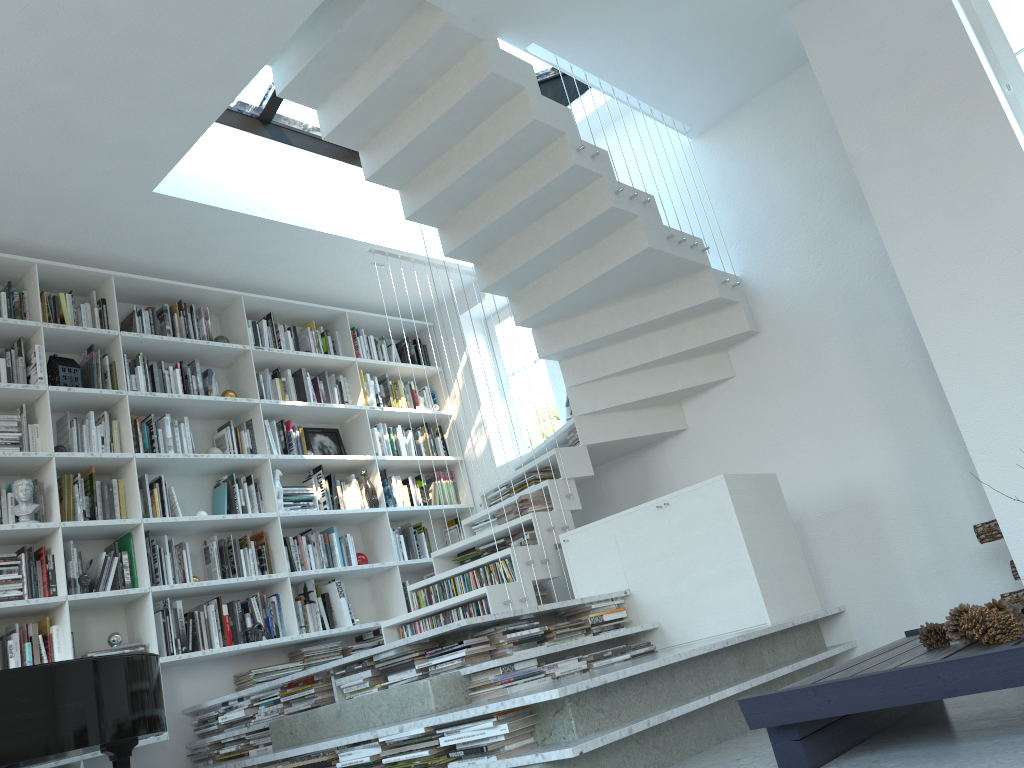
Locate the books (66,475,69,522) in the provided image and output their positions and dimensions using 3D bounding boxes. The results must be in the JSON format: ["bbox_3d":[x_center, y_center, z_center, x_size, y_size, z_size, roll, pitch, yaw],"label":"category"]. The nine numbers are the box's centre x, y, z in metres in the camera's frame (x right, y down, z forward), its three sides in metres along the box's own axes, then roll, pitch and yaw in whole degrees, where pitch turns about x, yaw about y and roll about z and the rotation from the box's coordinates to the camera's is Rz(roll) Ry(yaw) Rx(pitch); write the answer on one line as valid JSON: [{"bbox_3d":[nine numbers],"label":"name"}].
[{"bbox_3d":[-2.369,0.641,4.666,0.145,0.292,0.035,-28,-22,37],"label":"books"}]

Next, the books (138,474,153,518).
[{"bbox_3d":[-2.070,0.665,4.952,0.192,0.278,0.013,-28,-22,37],"label":"books"}]

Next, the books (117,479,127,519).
[{"bbox_3d":[-2.174,0.675,4.883,0.142,0.268,0.033,-28,-22,37],"label":"books"}]

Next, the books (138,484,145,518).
[{"bbox_3d":[-2.112,0.664,4.930,0.192,0.287,0.035,-28,-22,37],"label":"books"}]

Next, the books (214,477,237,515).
[{"bbox_3d":[-1.729,0.717,5.355,0.174,0.263,0.021,-28,-22,37],"label":"books"}]

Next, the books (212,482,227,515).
[{"bbox_3d":[-1.756,0.729,5.328,0.154,0.240,0.056,-28,-22,37],"label":"books"}]

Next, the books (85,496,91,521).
[{"bbox_3d":[-2.293,0.706,4.738,0.132,0.180,0.030,-28,-22,37],"label":"books"}]

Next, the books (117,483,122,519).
[{"bbox_3d":[-2.186,0.684,4.867,0.149,0.247,0.019,-28,-22,37],"label":"books"}]

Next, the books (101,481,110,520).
[{"bbox_3d":[-2.222,0.667,4.776,0.189,0.241,0.027,-28,-22,37],"label":"books"}]

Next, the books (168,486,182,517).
[{"bbox_3d":[-1.954,0.711,5.068,0.177,0.209,0.051,-28,-22,37],"label":"books"}]

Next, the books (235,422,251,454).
[{"bbox_3d":[-1.705,0.387,5.570,0.176,0.256,0.016,-28,-22,37],"label":"books"}]

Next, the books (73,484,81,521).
[{"bbox_3d":[-2.325,0.669,4.685,0.180,0.231,0.015,-28,-22,37],"label":"books"}]

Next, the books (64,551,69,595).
[{"bbox_3d":[-2.308,0.996,4.521,0.143,0.252,0.028,-28,-22,37],"label":"books"}]

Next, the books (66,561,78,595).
[{"bbox_3d":[-2.268,1.018,4.520,0.183,0.191,0.027,-28,-22,37],"label":"books"}]

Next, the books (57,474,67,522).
[{"bbox_3d":[-2.370,0.636,4.650,0.145,0.292,0.035,-28,-22,37],"label":"books"}]

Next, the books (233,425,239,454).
[{"bbox_3d":[-1.760,0.394,5.526,0.152,0.243,0.016,-28,-22,37],"label":"books"}]

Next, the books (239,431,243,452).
[{"bbox_3d":[-1.732,0.417,5.556,0.138,0.205,0.012,-28,-22,37],"label":"books"}]

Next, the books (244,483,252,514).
[{"bbox_3d":[-1.652,0.738,5.413,0.178,0.223,0.012,-28,-22,37],"label":"books"}]

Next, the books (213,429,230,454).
[{"bbox_3d":[-1.794,0.404,5.491,0.140,0.219,0.015,-28,-22,37],"label":"books"}]

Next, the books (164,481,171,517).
[{"bbox_3d":[-1.998,0.698,5.070,0.161,0.253,0.007,-28,-22,37],"label":"books"}]

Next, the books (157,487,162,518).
[{"bbox_3d":[-2.022,0.707,5.009,0.158,0.211,0.007,-28,-22,37],"label":"books"}]

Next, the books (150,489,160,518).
[{"bbox_3d":[-2.030,0.707,4.970,0.192,0.191,0.017,-28,-22,37],"label":"books"}]

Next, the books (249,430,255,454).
[{"bbox_3d":[-1.675,0.414,5.593,0.170,0.205,0.012,-28,-22,37],"label":"books"}]

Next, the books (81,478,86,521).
[{"bbox_3d":[-2.320,0.658,4.731,0.139,0.277,0.035,-28,-22,37],"label":"books"}]

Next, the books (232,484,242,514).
[{"bbox_3d":[-1.699,0.737,5.367,0.187,0.218,0.013,-28,-22,37],"label":"books"}]

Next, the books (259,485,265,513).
[{"bbox_3d":[-1.596,0.755,5.491,0.165,0.211,0.023,-28,-22,37],"label":"books"}]

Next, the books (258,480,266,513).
[{"bbox_3d":[-1.582,0.737,5.502,0.159,0.245,0.010,-28,-22,37],"label":"books"}]

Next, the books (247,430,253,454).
[{"bbox_3d":[-1.689,0.412,5.572,0.174,0.204,0.013,-28,-22,37],"label":"books"}]

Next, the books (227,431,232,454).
[{"bbox_3d":[-1.783,0.410,5.494,0.154,0.204,0.005,-28,-22,37],"label":"books"}]

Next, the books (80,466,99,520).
[{"bbox_3d":[-2.276,0.627,4.772,0.169,0.336,0.021,-28,-22,37],"label":"books"}]

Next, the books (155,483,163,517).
[{"bbox_3d":[-2.026,0.698,5.029,0.133,0.242,0.017,-28,-22,37],"label":"books"}]

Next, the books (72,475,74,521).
[{"bbox_3d":[-2.352,0.643,4.685,0.145,0.292,0.035,-28,-22,37],"label":"books"}]

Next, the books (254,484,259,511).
[{"bbox_3d":[-1.621,0.738,5.475,0.159,0.244,0.013,-28,-22,37],"label":"books"}]

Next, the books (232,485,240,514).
[{"bbox_3d":[-1.704,0.741,5.359,0.188,0.209,0.006,-28,-22,37],"label":"books"}]

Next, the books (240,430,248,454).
[{"bbox_3d":[-1.715,0.415,5.557,0.174,0.201,0.013,-28,-22,37],"label":"books"}]

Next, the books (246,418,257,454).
[{"bbox_3d":[-1.673,0.379,5.606,0.183,0.277,0.005,-28,-22,37],"label":"books"}]

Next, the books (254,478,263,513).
[{"bbox_3d":[-1.601,0.729,5.474,0.169,0.252,0.011,-28,-22,37],"label":"books"}]

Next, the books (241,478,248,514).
[{"bbox_3d":[-1.671,0.723,5.413,0.152,0.258,0.015,-28,-22,37],"label":"books"}]

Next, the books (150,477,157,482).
[{"bbox_3d":[-2.035,0.689,5.089,0.089,0.299,0.011,-28,-21,37],"label":"books"}]

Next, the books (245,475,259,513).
[{"bbox_3d":[-1.626,0.715,5.447,0.184,0.272,0.012,-28,-22,37],"label":"books"}]

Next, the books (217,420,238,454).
[{"bbox_3d":[-1.766,0.378,5.511,0.164,0.266,0.015,-28,-22,37],"label":"books"}]

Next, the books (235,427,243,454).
[{"bbox_3d":[-1.741,0.404,5.545,0.160,0.227,0.016,-28,-22,37],"label":"books"}]

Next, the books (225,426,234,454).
[{"bbox_3d":[-1.779,0.398,5.504,0.154,0.231,0.012,-28,-22,37],"label":"books"}]

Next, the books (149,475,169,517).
[{"bbox_3d":[-2.012,0.678,5.053,0.159,0.286,0.013,-28,-22,37],"label":"books"}]

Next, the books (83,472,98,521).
[{"bbox_3d":[-2.266,0.640,4.744,0.182,0.292,0.019,-28,-22,37],"label":"books"}]

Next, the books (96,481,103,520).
[{"bbox_3d":[-2.256,0.669,4.775,0.175,0.252,0.033,-28,-22,37],"label":"books"}]

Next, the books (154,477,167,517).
[{"bbox_3d":[-2.016,0.683,5.036,0.179,0.269,0.006,-28,-22,37],"label":"books"}]

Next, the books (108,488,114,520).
[{"bbox_3d":[-2.206,0.689,4.793,0.182,0.203,0.034,-28,-22,37],"label":"books"}]

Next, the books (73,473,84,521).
[{"bbox_3d":[-2.319,0.640,4.705,0.164,0.293,0.019,-28,-22,37],"label":"books"}]

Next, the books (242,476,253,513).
[{"bbox_3d":[-1.657,0.722,5.444,0.155,0.273,0.032,-28,-22,37],"label":"books"}]

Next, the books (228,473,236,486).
[{"bbox_3d":[-1.710,0.709,5.398,0.154,0.294,0.013,-28,-22,37],"label":"books"}]

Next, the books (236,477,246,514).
[{"bbox_3d":[-1.682,0.720,5.401,0.165,0.262,0.018,-28,-22,37],"label":"books"}]

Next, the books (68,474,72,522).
[{"bbox_3d":[-2.350,0.637,4.667,0.145,0.292,0.035,-28,-22,37],"label":"books"}]

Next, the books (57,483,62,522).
[{"bbox_3d":[-2.403,0.665,4.638,0.177,0.246,0.013,-28,-22,37],"label":"books"}]

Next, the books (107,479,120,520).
[{"bbox_3d":[-2.191,0.669,4.847,0.143,0.265,0.032,-28,-22,37],"label":"books"}]

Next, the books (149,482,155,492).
[{"bbox_3d":[-2.046,0.695,5.002,0.169,0.241,0.008,-28,-22,37],"label":"books"}]

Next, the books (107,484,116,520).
[{"bbox_3d":[-2.207,0.682,4.829,0.146,0.239,0.028,-28,-22,37],"label":"books"}]
